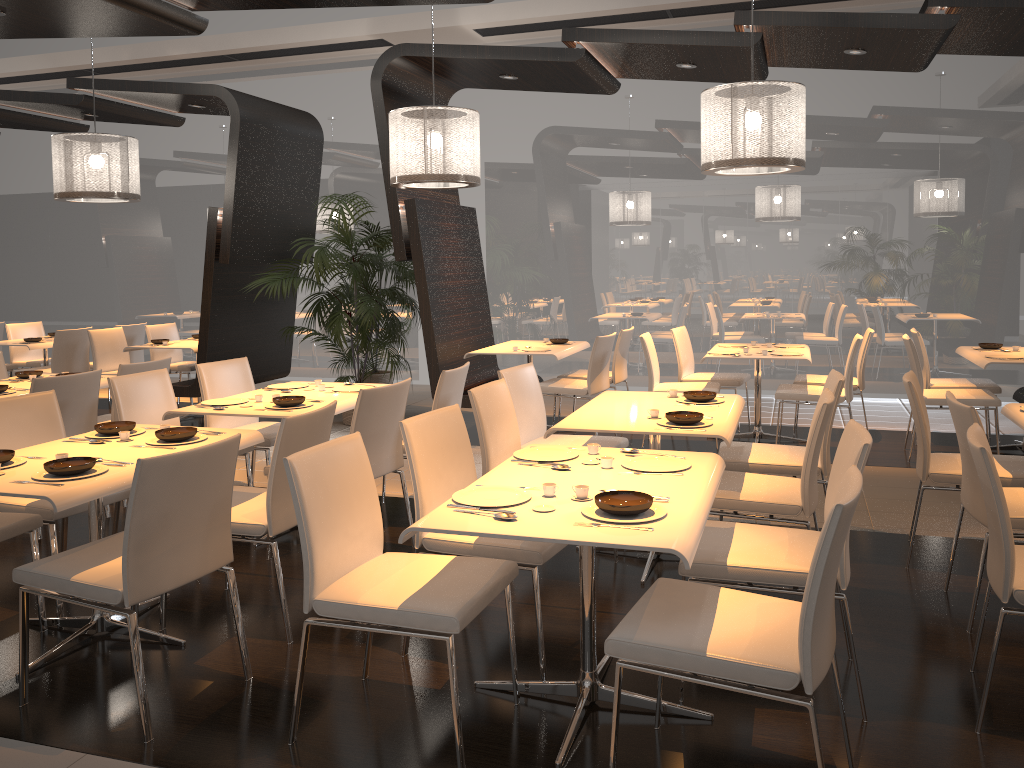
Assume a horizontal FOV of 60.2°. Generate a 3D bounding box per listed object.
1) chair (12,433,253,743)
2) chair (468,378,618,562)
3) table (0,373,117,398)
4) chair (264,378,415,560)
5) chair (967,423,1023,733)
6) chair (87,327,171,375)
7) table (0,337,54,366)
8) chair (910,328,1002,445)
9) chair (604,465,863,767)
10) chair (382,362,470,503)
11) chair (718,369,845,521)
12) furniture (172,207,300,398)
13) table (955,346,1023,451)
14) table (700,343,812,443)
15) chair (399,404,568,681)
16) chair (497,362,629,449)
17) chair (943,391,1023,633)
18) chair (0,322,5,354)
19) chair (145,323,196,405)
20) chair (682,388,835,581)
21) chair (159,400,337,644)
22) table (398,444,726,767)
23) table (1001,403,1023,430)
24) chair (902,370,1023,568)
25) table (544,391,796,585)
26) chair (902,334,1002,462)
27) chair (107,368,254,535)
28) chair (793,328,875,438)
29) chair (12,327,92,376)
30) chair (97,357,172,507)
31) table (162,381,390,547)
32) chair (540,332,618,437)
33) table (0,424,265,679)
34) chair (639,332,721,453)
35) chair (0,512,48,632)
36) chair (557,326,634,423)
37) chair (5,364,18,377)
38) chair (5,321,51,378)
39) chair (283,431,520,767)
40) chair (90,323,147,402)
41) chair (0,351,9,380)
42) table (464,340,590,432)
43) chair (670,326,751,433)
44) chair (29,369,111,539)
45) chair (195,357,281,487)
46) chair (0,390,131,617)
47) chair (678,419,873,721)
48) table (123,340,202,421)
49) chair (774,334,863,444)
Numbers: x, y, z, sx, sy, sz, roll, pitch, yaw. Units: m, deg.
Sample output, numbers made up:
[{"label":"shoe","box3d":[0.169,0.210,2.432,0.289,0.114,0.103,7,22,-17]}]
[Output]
[{"label":"chair","box3d":[-1.264,0.616,2.988,0.605,0.865,0.486,1,5,25]},{"label":"chair","box3d":[0.140,0.442,4.120,0.605,0.870,0.486,1,5,20]},{"label":"table","box3d":[-3.118,0.372,5.543,0.800,0.722,1.155,1,7,18]},{"label":"chair","box3d":[-0.842,0.417,4.417,0.605,0.870,0.486,1,5,25]},{"label":"chair","box3d":[1.743,0.603,2.740,0.605,0.865,0.486,1,5,25]},{"label":"chair","box3d":[-3.696,-0.100,8.521,0.605,0.865,0.486,1,5,20]},{"label":"table","box3d":[-4.859,-0.103,9.233,0.800,0.722,1.155,1,7,18]},{"label":"chair","box3d":[3.433,0.014,6.887,0.605,0.865,0.486,1,5,20]},{"label":"chair","box3d":[0.615,0.672,2.382,0.605,0.870,0.486,1,5,25]},{"label":"chair","box3d":[-0.562,0.324,5.052,0.605,0.865,0.486,0,5,15]},{"label":"chair","box3d":[1.345,0.378,4.441,0.605,0.865,0.486,0,5,15]},{"label":"furniture","box3d":[-2.669,-0.806,8.461,0.757,1.667,1.410,0,5,18]},{"label":"table","box3d":[3.764,0.144,6.443,0.800,0.722,1.155,1,7,18]},{"label":"table","box3d":[1.957,0.092,7.034,0.800,0.722,1.155,1,7,18]},{"label":"chair","box3d":[-0.067,0.554,3.325,0.605,0.870,0.486,1,5,25]},{"label":"chair","box3d":[0.270,0.346,4.796,0.605,0.865,0.486,1,5,25]},{"label":"chair","box3d":[2.064,0.496,3.507,0.605,0.870,0.486,0,5,15]},{"label":"chair","box3d":[-6.065,-0.252,9.922,0.605,0.870,0.486,1,5,20]},{"label":"chair","box3d":[-3.383,-0.181,9.086,0.605,0.865,0.486,1,5,20]},{"label":"chair","box3d":[1.065,0.469,3.805,0.605,0.865,0.486,1,5,20]},{"label":"chair","box3d":[-1.058,0.525,3.647,0.605,0.870,0.486,0,5,15]},{"label":"table","box3d":[0.247,0.684,2.873,0.800,0.722,1.155,1,7,18]},{"label":"table","box3d":[2.595,0.540,3.669,0.800,0.722,1.155,1,7,18]},{"label":"chair","box3d":[2.167,0.405,4.168,0.605,0.870,0.486,1,5,25]},{"label":"table","box3d":[0.817,0.487,4.259,1.053,0.722,1.155,1,7,18]},{"label":"chair","box3d":[3.119,0.097,6.322,0.605,0.870,0.486,1,5,20]},{"label":"chair","box3d":[-1.801,0.377,4.801,0.605,0.865,0.486,1,5,20]},{"label":"chair","box3d":[2.599,-0.007,7.146,0.605,0.870,0.486,1,5,20]},{"label":"chair","box3d":[-4.530,-0.120,8.780,0.605,0.870,0.486,1,5,20]},{"label":"chair","box3d":[-2.529,0.274,5.642,0.605,0.865,0.486,1,5,20]},{"label":"table","box3d":[-1.210,0.429,4.909,0.800,0.722,1.155,1,7,18]},{"label":"chair","box3d":[0.514,0.025,7.133,0.605,0.865,0.486,1,5,25]},{"label":"table","box3d":[-1.633,0.630,3.480,0.800,0.722,1.155,1,7,18]},{"label":"chair","box3d":[1.306,0.049,6.882,0.605,0.870,0.486,0,5,15]},{"label":"chair","box3d":[-2.223,0.578,3.373,0.605,0.865,0.486,0,5,15]},{"label":"chair","box3d":[0.750,-0.057,7.724,0.605,0.870,0.486,1,5,20]},{"label":"chair","box3d":[-5.509,-0.146,9.080,0.605,0.870,0.486,0,5,15]},{"label":"chair","box3d":[-5.146,-0.235,9.680,0.605,0.865,0.486,1,5,25]},{"label":"chair","box3d":[-0.344,0.634,2.766,0.605,0.870,0.486,1,5,20]},{"label":"chair","box3d":[-4.216,-0.202,9.345,0.605,0.870,0.486,1,5,20]},{"label":"chair","box3d":[-3.489,0.236,6.027,0.605,0.865,0.486,1,5,25]},{"label":"table","box3d":[0.162,0.039,7.625,0.800,0.722,1.155,1,7,18]},{"label":"chair","box3d":[1.670,-0.040,7.481,0.605,0.865,0.486,1,5,25]},{"label":"chair","box3d":[-2.693,0.359,5.037,0.605,0.865,0.486,1,5,25]},{"label":"chair","box3d":[-1.539,0.297,5.359,0.605,0.865,0.486,1,5,25]},{"label":"chair","box3d":[-2.033,0.498,3.941,0.605,0.865,0.486,1,5,25]},{"label":"chair","box3d":[0.894,0.581,3.017,0.605,0.870,0.486,0,5,15]},{"label":"table","box3d":[-3.051,-0.051,8.642,0.800,0.722,1.155,1,7,18]},{"label":"chair","box3d":[2.285,0.073,6.581,0.605,0.865,0.486,1,5,20]}]
